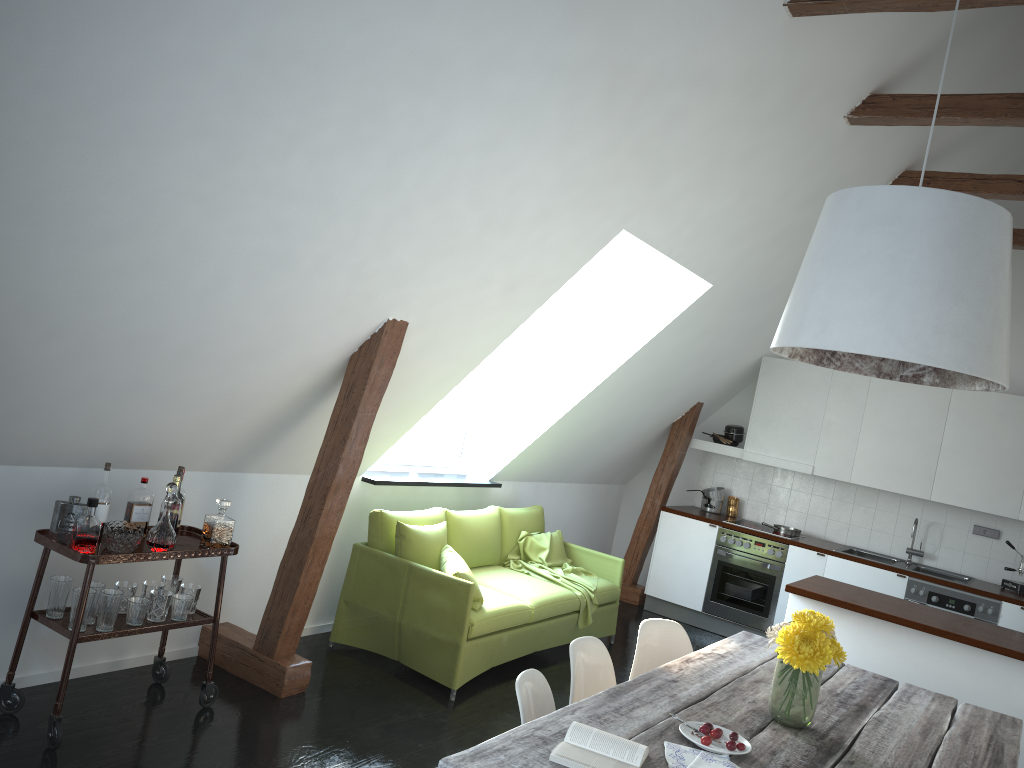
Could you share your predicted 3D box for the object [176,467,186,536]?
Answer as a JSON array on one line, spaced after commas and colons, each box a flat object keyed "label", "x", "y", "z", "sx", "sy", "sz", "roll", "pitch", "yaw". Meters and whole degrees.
[{"label": "object", "x": -1.507, "y": 0.522, "z": 3.969, "sx": 0.081, "sy": 0.308, "sz": 0.081, "roll": 12, "pitch": 0, "yaw": 24}]

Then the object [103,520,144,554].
[{"label": "object", "x": -1.562, "y": 0.617, "z": 3.557, "sx": 0.151, "sy": 0.092, "sz": 0.245, "roll": 12, "pitch": 0, "yaw": -29}]

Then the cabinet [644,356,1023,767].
[{"label": "cabinet", "x": 2.701, "y": 1.072, "z": 5.900, "sx": 4.208, "sy": 2.369, "sz": 3.033, "roll": 11, "pitch": 0, "yaw": 32}]

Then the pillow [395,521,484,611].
[{"label": "pillow", "x": -0.352, "y": 1.024, "z": 5.055, "sx": 0.600, "sy": 0.387, "sz": 0.475, "roll": 11, "pitch": 0, "yaw": 29}]

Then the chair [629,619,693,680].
[{"label": "chair", "x": 0.696, "y": 1.444, "z": 3.642, "sx": 0.465, "sy": 0.801, "sz": 0.542, "roll": 12, "pitch": 0, "yaw": -32}]

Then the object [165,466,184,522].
[{"label": "object", "x": -1.464, "y": 0.518, "z": 3.836, "sx": 0.080, "sy": 0.329, "sz": 0.080, "roll": 12, "pitch": 0, "yaw": 23}]

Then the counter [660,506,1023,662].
[{"label": "counter", "x": 2.273, "y": 1.271, "z": 6.105, "sx": 3.365, "sy": 0.038, "sz": 3.085, "roll": 11, "pitch": 0, "yaw": 32}]

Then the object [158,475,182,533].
[{"label": "object", "x": -1.445, "y": 0.535, "z": 3.750, "sx": 0.081, "sy": 0.307, "sz": 0.081, "roll": 11, "pitch": 0, "yaw": 38}]

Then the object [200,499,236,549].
[{"label": "object", "x": -1.286, "y": 0.614, "z": 3.896, "sx": 0.101, "sy": 0.211, "sz": 0.101, "roll": 12, "pitch": 0, "yaw": -43}]

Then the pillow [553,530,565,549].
[{"label": "pillow", "x": 0.263, "y": 1.217, "z": 6.453, "sx": 0.210, "sy": 0.275, "sz": 0.462, "roll": 11, "pitch": 0, "yaw": 30}]

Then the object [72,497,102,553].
[{"label": "object", "x": -1.638, "y": 0.543, "z": 3.427, "sx": 0.087, "sy": 0.206, "sz": 0.087, "roll": 12, "pitch": 0, "yaw": -33}]

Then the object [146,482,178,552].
[{"label": "object", "x": -1.419, "y": 0.546, "z": 3.634, "sx": 0.114, "sy": 0.292, "sz": 0.114, "roll": 12, "pitch": 0, "yaw": 4}]

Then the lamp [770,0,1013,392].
[{"label": "lamp", "x": 1.475, "y": -1.416, "z": 2.789, "sx": 0.757, "sy": 2.813, "sz": 0.697, "roll": 12, "pitch": 0, "yaw": -8}]

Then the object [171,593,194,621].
[{"label": "object", "x": -1.418, "y": 0.959, "z": 3.798, "sx": 0.092, "sy": 0.099, "sz": 0.092, "roll": 12, "pitch": 0, "yaw": 10}]

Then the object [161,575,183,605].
[{"label": "object", "x": -1.534, "y": 0.925, "z": 3.974, "sx": 0.095, "sy": 0.119, "sz": 0.095, "roll": 12, "pitch": 0, "yaw": -6}]

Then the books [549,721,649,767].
[{"label": "books", "x": 0.229, "y": 0.931, "z": 2.257, "sx": 0.202, "sy": 0.042, "sz": 0.251, "roll": 12, "pitch": 0, "yaw": 20}]

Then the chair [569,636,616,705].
[{"label": "chair", "x": 0.394, "y": 1.380, "z": 3.153, "sx": 0.542, "sy": 0.801, "sz": 0.465, "roll": 11, "pitch": 0, "yaw": 33}]

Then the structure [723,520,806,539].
[{"label": "structure", "x": 2.132, "y": 1.245, "z": 7.498, "sx": 0.574, "sy": 0.041, "sz": 0.504, "roll": 11, "pitch": 0, "yaw": 32}]

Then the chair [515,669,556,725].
[{"label": "chair", "x": 0.200, "y": 1.338, "z": 2.665, "sx": 0.542, "sy": 0.801, "sz": 0.465, "roll": 12, "pitch": 0, "yaw": 18}]

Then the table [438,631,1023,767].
[{"label": "table", "x": 0.847, "y": 1.478, "z": 2.777, "sx": 1.141, "sy": 0.788, "sz": 2.421, "roll": 11, "pitch": 0, "yaw": 32}]

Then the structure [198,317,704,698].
[{"label": "structure", "x": -2.073, "y": 0.294, "z": 2.898, "sx": 1.023, "sy": 1.963, "sz": 12.350, "roll": 11, "pitch": 0, "yaw": 32}]

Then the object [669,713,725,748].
[{"label": "object", "x": 0.527, "y": 0.991, "z": 2.538, "sx": 0.019, "sy": 0.022, "sz": 0.194, "roll": 12, "pitch": 0, "yaw": -43}]

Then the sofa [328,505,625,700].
[{"label": "sofa", "x": -0.078, "y": 1.282, "z": 5.760, "sx": 0.898, "sy": 0.825, "sz": 2.093, "roll": 11, "pitch": 0, "yaw": 31}]

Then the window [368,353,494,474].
[{"label": "window", "x": 0.437, "y": -1.343, "z": 1.760, "sx": 5.959, "sy": 4.249, "sz": 8.018, "roll": 11, "pitch": 0, "yaw": 32}]

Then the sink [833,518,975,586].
[{"label": "sink", "x": 3.109, "y": 1.314, "z": 6.980, "sx": 0.963, "sy": 0.519, "sz": 0.671, "roll": 11, "pitch": 0, "yaw": 32}]

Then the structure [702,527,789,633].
[{"label": "structure", "x": 2.064, "y": 1.630, "z": 7.507, "sx": 0.583, "sy": 0.725, "sz": 0.749, "roll": 11, "pitch": 0, "yaw": 32}]

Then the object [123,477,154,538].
[{"label": "object", "x": -1.598, "y": 0.528, "z": 3.799, "sx": 0.067, "sy": 0.257, "sz": 0.099, "roll": 11, "pitch": 0, "yaw": 37}]

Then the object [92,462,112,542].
[{"label": "object", "x": -1.677, "y": 0.479, "z": 3.614, "sx": 0.073, "sy": 0.320, "sz": 0.073, "roll": 12, "pitch": 0, "yaw": 23}]

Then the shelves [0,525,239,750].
[{"label": "shelves", "x": -1.610, "y": 1.006, "z": 3.717, "sx": 0.438, "sy": 0.732, "sz": 0.803, "roll": 11, "pitch": 0, "yaw": 28}]

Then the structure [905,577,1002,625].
[{"label": "structure", "x": 3.264, "y": 1.869, "z": 6.643, "sx": 0.612, "sy": 0.725, "sz": 0.582, "roll": 11, "pitch": 0, "yaw": 32}]

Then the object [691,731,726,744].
[{"label": "object", "x": 0.560, "y": 1.004, "z": 2.521, "sx": 0.110, "sy": 0.011, "sz": 0.058, "roll": 11, "pitch": 0, "yaw": 36}]

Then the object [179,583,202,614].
[{"label": "object", "x": -1.425, "y": 0.947, "z": 3.908, "sx": 0.095, "sy": 0.119, "sz": 0.095, "roll": 12, "pitch": 0, "yaw": -6}]

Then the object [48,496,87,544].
[{"label": "object", "x": -1.745, "y": 0.536, "z": 3.508, "sx": 0.135, "sy": 0.182, "sz": 0.052, "roll": 12, "pitch": 0, "yaw": -21}]
